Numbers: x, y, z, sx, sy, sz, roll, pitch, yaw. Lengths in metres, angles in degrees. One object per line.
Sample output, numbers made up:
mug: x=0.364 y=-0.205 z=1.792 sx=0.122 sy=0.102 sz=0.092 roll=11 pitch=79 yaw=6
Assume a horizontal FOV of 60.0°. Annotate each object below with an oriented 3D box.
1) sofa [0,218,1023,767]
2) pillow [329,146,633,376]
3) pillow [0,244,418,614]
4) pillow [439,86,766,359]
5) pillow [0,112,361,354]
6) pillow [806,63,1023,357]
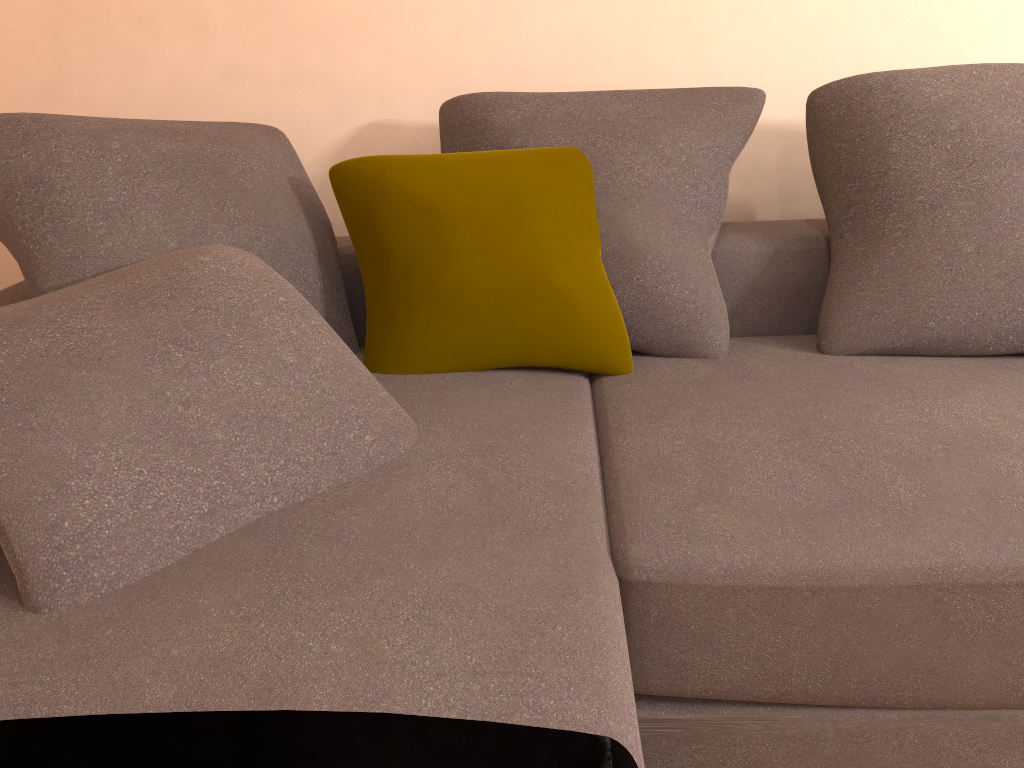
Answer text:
sofa: x=0.669 y=0.275 z=1.479 sx=3.565 sy=0.776 sz=1.906 roll=-2 pitch=20 yaw=3
pillow: x=-0.061 y=-0.241 z=1.891 sx=0.631 sy=0.486 sz=0.335 roll=-4 pitch=20 yaw=-4
pillow: x=-0.540 y=0.040 z=1.374 sx=0.645 sy=0.415 sz=0.792 roll=15 pitch=27 yaw=40
pillow: x=0.162 y=-0.383 z=2.071 sx=0.787 sy=0.576 sz=0.431 roll=4 pitch=21 yaw=17
pillow: x=-0.677 y=-0.292 z=1.880 sx=0.483 sy=0.578 sz=0.806 roll=15 pitch=27 yaw=40
pillow: x=1.035 y=-0.368 z=1.885 sx=0.783 sy=0.590 sz=0.459 roll=0 pitch=21 yaw=7
